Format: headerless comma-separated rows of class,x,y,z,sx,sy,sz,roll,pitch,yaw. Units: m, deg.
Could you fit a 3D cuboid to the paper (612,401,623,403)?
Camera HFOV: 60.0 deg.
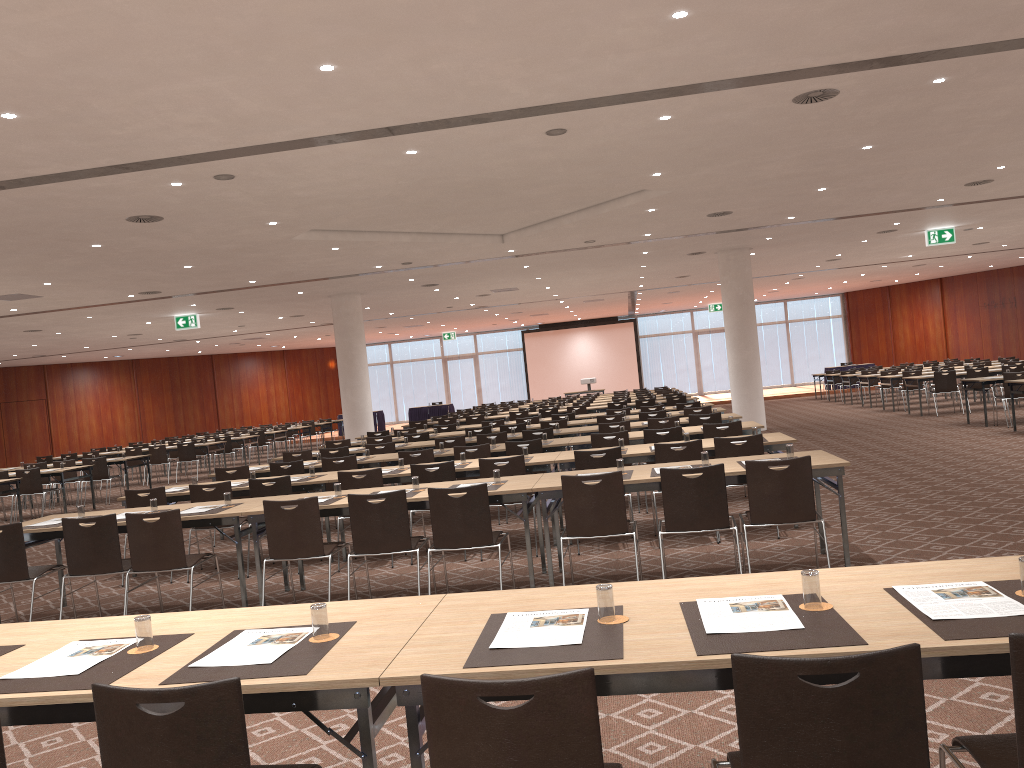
paper,2.641,0.448,22.232,0.283,0.006,0.398,-6,0,7

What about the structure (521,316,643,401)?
structure,3.127,-1.097,39.742,5.159,3.526,0.395,-6,1,8

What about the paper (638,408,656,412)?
paper,2.613,0.480,16.620,0.460,0.003,0.565,-6,0,11

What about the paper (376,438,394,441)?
paper,-2.194,0.958,15.333,0.283,0.006,0.398,-6,0,8

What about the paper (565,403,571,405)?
paper,1.359,0.569,24.372,0.460,0.003,0.565,-6,0,10

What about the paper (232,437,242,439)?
paper,-7.397,1.440,23.528,0.460,0.003,0.565,-6,0,11

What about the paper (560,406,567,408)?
paper,1.120,0.602,22.376,0.460,0.003,0.565,-6,0,11

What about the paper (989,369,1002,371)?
paper,10.484,-0.311,19.127,0.460,0.003,0.565,-6,0,9

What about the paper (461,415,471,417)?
paper,-1.202,0.826,22.762,0.283,0.006,0.398,-6,0,8

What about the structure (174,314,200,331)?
structure,-7.920,-1.510,21.633,0.587,0.346,0.105,-6,1,8

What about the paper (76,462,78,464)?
paper,-8.776,1.602,18.151,0.460,0.003,0.565,-6,0,8

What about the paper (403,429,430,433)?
paper,-1.883,0.923,17.247,0.460,0.003,0.565,-6,0,6

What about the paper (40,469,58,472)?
paper,-8.409,1.570,16.171,0.283,0.006,0.398,-6,0,7

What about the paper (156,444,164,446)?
paper,-9.633,1.661,23.850,0.460,0.003,0.565,-6,0,8

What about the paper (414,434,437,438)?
paper,-1.500,0.894,15.164,0.460,0.003,0.565,-6,0,4

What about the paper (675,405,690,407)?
paper,3.203,0.418,16.606,0.283,0.006,0.398,-6,0,5

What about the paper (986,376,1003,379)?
paper,8.718,-0.121,15.822,0.460,0.003,0.565,-6,0,9

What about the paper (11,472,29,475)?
paper,-9.050,1.638,16.196,0.460,0.003,0.565,-6,0,5

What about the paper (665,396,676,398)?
paper,3.945,0.319,22.072,0.283,0.006,0.398,-6,0,7

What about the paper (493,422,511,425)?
paper,-0.271,0.764,17.021,0.460,0.003,0.565,-6,0,11

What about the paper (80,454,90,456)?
paper,-10.565,1.757,22.019,0.283,0.006,0.398,-6,0,10

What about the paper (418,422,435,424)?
paper,-2.030,0.921,20.778,0.460,0.003,0.565,-6,0,7

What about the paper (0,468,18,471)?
paper,-10.384,1.760,18.399,0.460,0.003,0.565,-6,0,8

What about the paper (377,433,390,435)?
paper,-2.531,0.982,17.420,0.283,0.006,0.398,-6,0,7

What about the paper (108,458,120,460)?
paper,-8.187,1.539,18.134,0.283,0.006,0.398,-6,0,7

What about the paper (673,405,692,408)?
paper,3.235,0.419,16.566,0.460,0.003,0.565,-6,0,9

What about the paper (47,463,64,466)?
paper,-9.460,1.664,18.352,0.283,0.006,0.398,-6,0,8

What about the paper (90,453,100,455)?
paper,-10.532,1.758,21.940,0.460,0.003,0.565,-6,0,5

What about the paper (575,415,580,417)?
paper,1.034,0.636,16.838,0.460,0.003,0.565,-6,0,9

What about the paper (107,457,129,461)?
paper,-8.132,1.538,18.096,0.460,0.003,0.565,-6,0,5

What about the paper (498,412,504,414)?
paper,-0.483,0.760,22.610,0.460,0.003,0.565,-6,0,10

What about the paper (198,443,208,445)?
paper,-7.671,1.477,21.555,0.460,0.003,0.565,-6,0,9

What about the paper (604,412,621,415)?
paper,1.982,0.542,16.725,0.460,0.003,0.565,-6,0,9

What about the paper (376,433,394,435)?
paper,-2.508,0.984,17.311,0.460,0.003,0.565,-6,0,9

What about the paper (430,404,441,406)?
paper,-3.040,0.830,34.601,0.460,0.003,0.565,-6,0,8

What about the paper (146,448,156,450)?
paper,-8.949,1.602,21.721,0.460,0.003,0.565,-6,0,4

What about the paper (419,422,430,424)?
paper,-2.073,0.921,20.873,0.283,0.006,0.398,-6,0,7

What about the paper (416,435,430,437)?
paper,-1.539,0.894,15.242,0.283,0.006,0.398,-6,0,8

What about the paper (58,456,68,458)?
paper,-11.234,1.823,22.087,0.283,0.006,0.398,-6,0,8

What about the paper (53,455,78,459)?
paper,-11.181,1.822,22.030,0.460,0.003,0.565,-6,0,8

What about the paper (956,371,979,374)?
paper,9.835,-0.247,19.201,0.460,0.003,0.565,-6,0,5

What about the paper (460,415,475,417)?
paper,-1.167,0.827,22.695,0.460,0.003,0.565,-6,0,7

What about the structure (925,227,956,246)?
structure,9.325,-3.208,19.313,0.587,0.346,0.105,-6,1,8

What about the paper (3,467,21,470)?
paper,-10.414,1.759,18.457,0.283,0.006,0.398,-6,0,9

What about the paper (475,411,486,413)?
paper,-0.858,0.787,24.698,0.460,0.003,0.565,-6,0,7

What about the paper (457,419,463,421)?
paper,-1.402,0.859,20.701,0.460,0.003,0.565,-6,0,7

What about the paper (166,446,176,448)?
paper,-8.363,1.541,21.705,0.283,0.006,0.398,-6,0,6

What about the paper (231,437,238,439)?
paper,-7.472,1.444,23.605,0.283,0.006,0.398,-6,0,8

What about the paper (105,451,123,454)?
paper,-9.883,1.694,21.866,0.460,0.003,0.565,-6,0,9

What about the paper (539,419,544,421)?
paper,0.385,0.699,16.949,0.460,0.003,0.565,-6,0,7

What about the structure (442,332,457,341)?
structure,-2.755,-2.101,39.031,0.587,0.346,0.105,-6,1,8

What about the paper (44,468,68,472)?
paper,-8.391,1.573,16.116,0.460,0.003,0.565,-6,0,7

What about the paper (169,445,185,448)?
paper,-8.310,1.539,21.653,0.460,0.003,0.565,-6,0,5

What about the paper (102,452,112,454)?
paper,-9.974,1.699,21.902,0.283,0.006,0.398,-6,0,7

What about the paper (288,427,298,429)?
paper,-6.891,1.372,27.489,0.460,0.003,0.565,-6,0,7

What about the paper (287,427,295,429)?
paper,-6.898,1.369,27.577,0.283,0.006,0.398,-6,0,9

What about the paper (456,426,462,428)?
paper,-1.236,0.859,17.150,0.460,0.003,0.565,-6,0,5

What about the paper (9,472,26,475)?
paper,-9.056,1.634,16.262,0.283,0.006,0.398,-6,0,7

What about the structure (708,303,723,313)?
structure,8.606,-3.219,37.503,0.587,0.346,0.105,-6,1,8

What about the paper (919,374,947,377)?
paper,9.186,-0.183,19.291,0.460,0.003,0.565,-6,0,8
